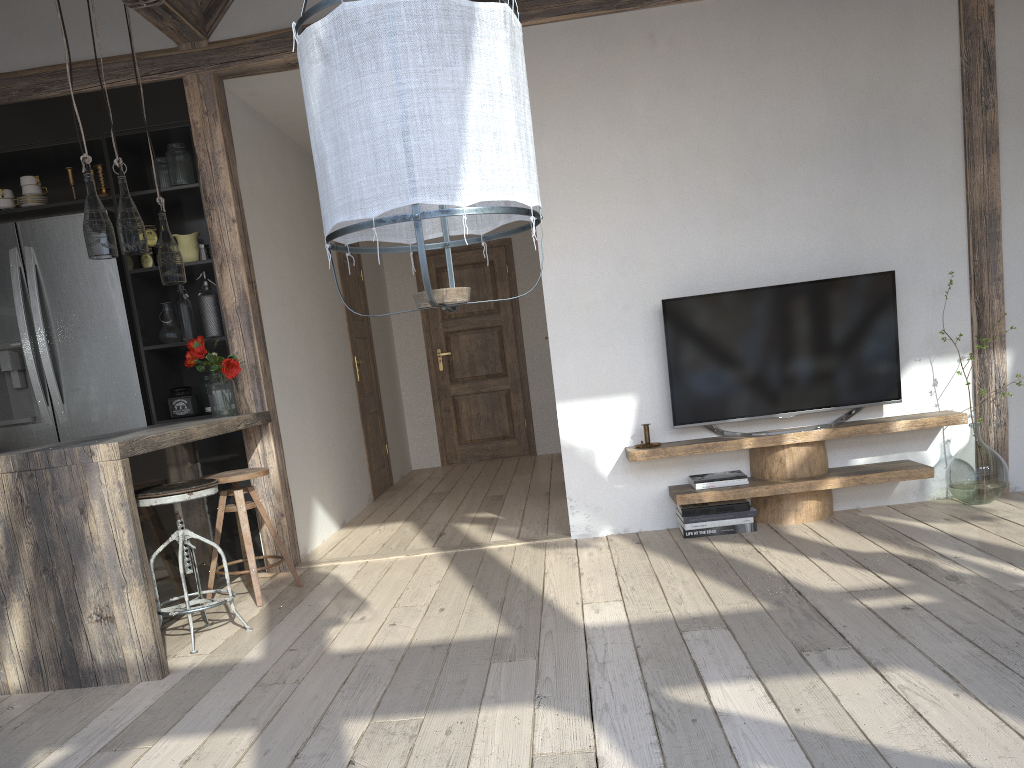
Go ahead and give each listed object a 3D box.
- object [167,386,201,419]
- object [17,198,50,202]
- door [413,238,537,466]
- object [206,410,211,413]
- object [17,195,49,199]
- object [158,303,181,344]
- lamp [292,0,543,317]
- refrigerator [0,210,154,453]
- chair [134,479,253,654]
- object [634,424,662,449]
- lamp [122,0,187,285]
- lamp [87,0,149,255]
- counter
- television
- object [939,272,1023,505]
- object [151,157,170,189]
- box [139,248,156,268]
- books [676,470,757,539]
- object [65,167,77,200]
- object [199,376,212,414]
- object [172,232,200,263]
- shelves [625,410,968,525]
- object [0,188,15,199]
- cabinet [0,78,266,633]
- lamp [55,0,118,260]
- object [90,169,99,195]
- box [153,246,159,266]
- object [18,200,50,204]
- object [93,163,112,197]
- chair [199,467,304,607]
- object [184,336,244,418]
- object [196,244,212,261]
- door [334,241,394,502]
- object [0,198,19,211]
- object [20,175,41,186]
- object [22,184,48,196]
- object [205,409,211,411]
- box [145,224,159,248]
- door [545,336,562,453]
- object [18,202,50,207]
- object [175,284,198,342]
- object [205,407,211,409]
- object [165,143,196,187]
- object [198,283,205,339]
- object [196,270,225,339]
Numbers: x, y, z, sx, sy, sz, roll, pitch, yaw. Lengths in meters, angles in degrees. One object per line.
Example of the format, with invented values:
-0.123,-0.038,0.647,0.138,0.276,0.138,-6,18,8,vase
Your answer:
-1.748,0.096,4.684,0.134,0.167,0.132,-8,6,-6,object
-2.449,-0.931,4.508,0.147,0.026,0.149,-9,3,-45,object
-0.348,-0.280,8.413,0.942,2.103,0.080,-6,9,4,door
-1.530,0.141,4.721,0.212,0.025,0.214,-9,2,-38,object
-2.450,-0.943,4.506,0.147,0.026,0.149,-9,3,-45,object
-1.821,-0.318,4.682,0.132,0.223,0.130,-5,7,15,object
-0.245,-1.085,1.522,0.407,1.925,0.393,1,12,44,lamp
-2.362,0.130,4.933,0.944,1.952,0.837,-6,8,4,refrigerator
-1.300,0.716,3.524,0.354,0.646,0.348,-2,9,37,chair
0.671,0.256,4.372,0.139,0.114,0.138,-8,5,-14,object
-1.535,-1.125,3.833,0.226,1.363,0.107,-6,9,6,lamp
-1.565,-1.164,3.517,0.240,1.257,0.106,-5,9,16,lamp
-2.409,0.769,2.822,2.243,0.864,3.764,-7,2,3,counter
1.311,-0.122,4.277,1.104,0.718,0.203,-7,8,4,television
2.315,0.004,4.213,0.514,1.138,0.271,-8,8,-9,object
-1.786,-1.066,4.527,0.126,0.175,0.124,-1,9,43,object
-1.890,-0.646,4.591,0.083,0.115,0.081,-7,6,4,box
1.004,0.594,4.364,0.360,0.269,0.286,-7,5,4,books
-2.226,-1.007,4.459,0.059,0.170,0.058,-9,8,-11,object
-1.655,0.058,4.853,0.124,0.210,0.123,-8,7,-10,object
-1.688,-0.700,4.579,0.149,0.173,0.134,-8,6,-10,object
1.389,0.456,4.321,1.604,0.458,0.326,-7,6,4,shelves
-2.602,-0.958,4.513,0.106,0.068,0.092,-5,5,32,object
-2.567,-0.057,2.901,2.095,2.542,4.159,-7,4,3,cabinet
-1.569,-1.129,3.234,0.225,1.309,0.106,-6,9,6,lamp
-2.145,-1.021,4.523,0.062,0.175,0.061,-2,9,32,object
-1.803,-0.657,4.581,0.083,0.115,0.081,-5,7,14,box
-2.447,-0.920,4.510,0.147,0.026,0.149,-9,3,-45,object
-2.070,-1.028,4.448,0.095,0.175,0.095,-10,8,-23,object
-1.255,0.711,4.134,0.342,0.605,0.334,-4,8,23,chair
-1.476,-0.042,4.413,0.312,0.421,0.247,-2,8,36,object
-1.572,-0.675,4.518,0.093,0.097,0.073,-7,6,4,object
-1.175,-0.136,7.048,0.082,2.103,0.827,-6,8,3,door
-2.596,-0.912,4.526,0.105,0.068,0.094,-10,5,-34,object
-2.451,-1.020,4.493,0.105,0.068,0.093,-8,4,-11,object
-2.450,-0.976,4.505,0.094,0.068,0.104,-6,4,14,object
-1.531,0.133,4.720,0.212,0.025,0.214,-8,2,-28,object
-1.870,-0.762,4.559,0.082,0.115,0.082,-9,7,-16,box
0.272,-0.285,6.097,0.082,2.103,0.827,-6,8,3,door
-2.446,-0.908,4.512,0.149,0.023,0.146,-6,2,30,object
-1.705,-0.371,4.587,0.086,0.307,0.084,-8,8,-5,object
-1.532,0.125,4.719,0.212,0.025,0.214,-8,2,-33,object
-1.670,-1.094,4.427,0.125,0.210,0.123,-6,7,8,object
-1.623,-0.384,4.695,0.084,0.307,0.085,-14,11,-39,object
-1.565,-0.411,4.556,0.109,0.356,0.106,-2,10,33,object
